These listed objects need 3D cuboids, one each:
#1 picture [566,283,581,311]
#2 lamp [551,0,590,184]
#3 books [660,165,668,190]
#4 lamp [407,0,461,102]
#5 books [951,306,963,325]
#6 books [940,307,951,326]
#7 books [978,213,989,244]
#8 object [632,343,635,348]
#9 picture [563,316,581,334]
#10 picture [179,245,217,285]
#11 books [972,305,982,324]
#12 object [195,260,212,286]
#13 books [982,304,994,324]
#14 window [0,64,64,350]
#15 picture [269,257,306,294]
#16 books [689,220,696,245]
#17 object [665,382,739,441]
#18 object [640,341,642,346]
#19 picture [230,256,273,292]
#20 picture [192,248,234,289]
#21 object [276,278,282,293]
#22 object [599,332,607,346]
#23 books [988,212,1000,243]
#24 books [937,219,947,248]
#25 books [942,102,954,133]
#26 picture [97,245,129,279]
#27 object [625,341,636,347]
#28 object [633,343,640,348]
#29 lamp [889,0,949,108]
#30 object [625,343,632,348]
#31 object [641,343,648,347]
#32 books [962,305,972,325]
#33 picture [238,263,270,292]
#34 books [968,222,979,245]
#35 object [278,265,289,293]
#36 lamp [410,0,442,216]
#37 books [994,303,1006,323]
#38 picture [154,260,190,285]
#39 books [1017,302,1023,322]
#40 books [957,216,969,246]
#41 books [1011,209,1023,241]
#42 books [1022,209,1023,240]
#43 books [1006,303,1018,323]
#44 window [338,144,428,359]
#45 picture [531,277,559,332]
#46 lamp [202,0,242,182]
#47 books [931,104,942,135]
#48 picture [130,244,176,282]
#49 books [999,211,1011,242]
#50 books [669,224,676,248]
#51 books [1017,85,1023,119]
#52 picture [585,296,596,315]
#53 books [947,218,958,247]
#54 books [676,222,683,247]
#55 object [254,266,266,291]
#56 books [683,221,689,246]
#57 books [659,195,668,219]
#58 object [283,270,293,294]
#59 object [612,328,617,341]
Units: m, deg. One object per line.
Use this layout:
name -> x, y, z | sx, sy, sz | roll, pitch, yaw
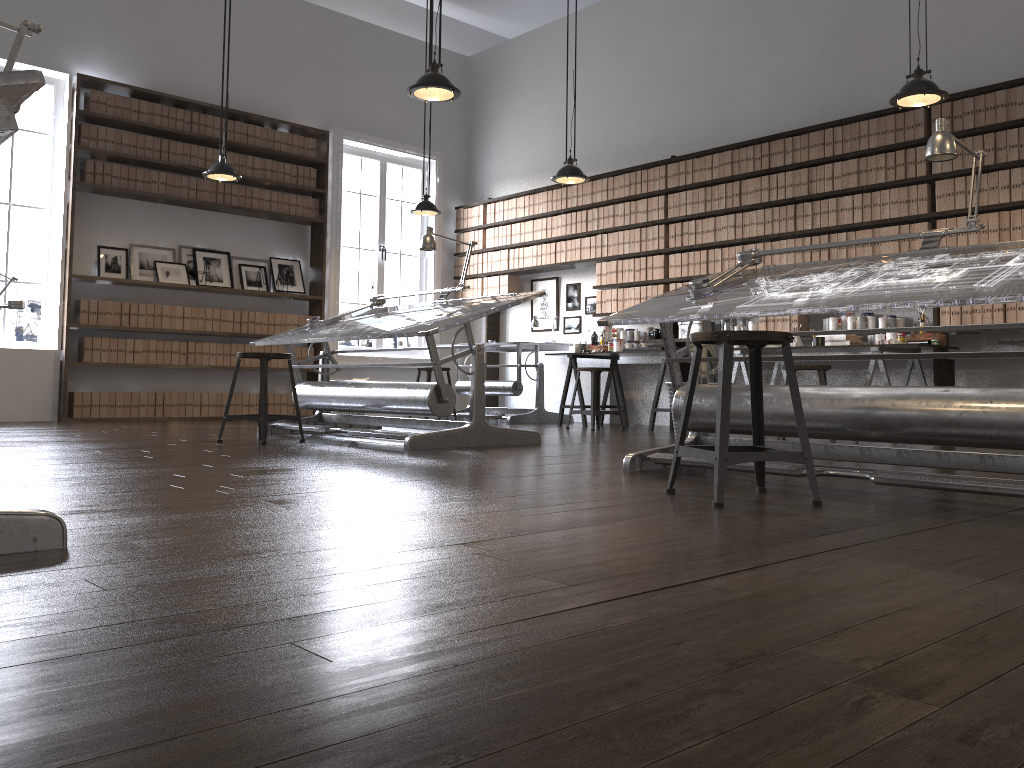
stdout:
picture -> 0.640, -0.904, 9.214 | 0.022, 0.285, 0.201 | 4, -4, -43
lamp -> 0.486, -2.770, 7.212 | 0.310, 2.259, 0.312 | -1, -4, 28
books -> 1.438, -1.883, 8.145 | 0.174, 0.226, 0.066 | 3, -4, -42
lamp -> -0.433, -2.794, 5.160 | 0.312, 2.259, 0.310 | 2, -3, -22
books -> 3.127, -0.490, 6.170 | 0.174, 0.226, 0.066 | 3, -4, -42
books -> 3.081, -0.490, 6.226 | 0.174, 0.226, 0.066 | 3, -4, -42
books -> 3.262, -1.041, 6.068 | 0.174, 0.226, 0.066 | 3, -4, -42
object -> 1.114, -0.322, 8.124 | 0.044, 0.101, 0.045 | 3, -4, -42
picture -> 0.628, -0.611, 9.204 | 0.023, 0.184, 0.251 | 4, -3, -42
picture -> -3.024, -1.121, 8.547 | 0.369, 0.407, 0.091 | 3, -3, -42
books -> 3.221, -0.489, 6.072 | 0.174, 0.226, 0.066 | 3, -4, -42
object -> -2.920, -1.047, 8.385 | 0.174, 0.261, 0.040 | 3, -4, -42
books -> 3.267, -0.488, 6.025 | 0.174, 0.226, 0.066 | 3, -4, -42
window -> -4.483, -1.476, 7.271 | 1.480, 2.504, 0.153 | 3, -4, -42
picture -> -2.316, -1.118, 9.141 | 0.342, 0.365, 0.160 | 3, -3, -42
books -> 1.652, -1.328, 7.871 | 0.174, 0.226, 0.066 | 3, -4, -42
object -> 0.920, 0.183, 4.293 | 0.353, 0.379, 0.352 | 2, -2, -20
object -> 1.176, -0.341, 8.134 | 0.036, 0.118, 0.005 | -2, -4, 42
picture -> -2.622, -1.089, 8.903 | 0.433, 0.362, 0.095 | 2, -3, -42
picture -> -2.896, -1.112, 8.591 | 0.373, 0.392, 0.148 | 2, -3, -42
object -> -2.339, -0.988, 8.886 | 0.066, 0.166, 0.040 | 3, -4, -42
object -> 0.984, -0.430, 8.357 | 0.344, 0.146, 0.077 | 1, -3, -19
books -> 3.304, -1.041, 6.015 | 0.174, 0.226, 0.067 | 3, -4, -42
books -> 3.080, -1.043, 6.274 | 0.174, 0.226, 0.066 | 3, -4, -42
books -> 3.119, -1.867, 6.281 | 0.174, 0.226, 0.067 | 3, -4, -42
picture -> -3.618, -1.087, 8.031 | 0.266, 0.316, 0.058 | 3, -4, -42
object -> 1.096, -0.334, 8.192 | 0.094, 0.128, 0.095 | 3, -3, -38
object -> 1.137, -0.321, 8.071 | 0.062, 0.094, 0.063 | 1, -2, 7
lamp -> 2.349, -2.753, 5.144 | 0.312, 2.259, 0.310 | 2, -3, -17
object -> 1.068, -0.322, 8.082 | 0.062, 0.095, 0.061 | 1, -2, -2
object -> 1.204, -0.321, 8.068 | 0.062, 0.095, 0.061 | 1, -2, 7
books -> 3.175, -0.489, 6.116 | 0.174, 0.226, 0.067 | 3, -4, -42
picture -> -2.586, -1.054, 8.879 | 0.289, 0.291, 0.127 | 2, -3, -42
books -> 3.219, -1.042, 6.113 | 0.174, 0.226, 0.066 | 3, -4, -42
object -> -2.317, -1.057, 8.957 | 0.118, 0.305, 0.040 | 3, -4, -42
lamp -> -0.821, -2.783, 8.654 | 0.310, 2.259, 0.312 | -1, -4, 28
books -> 3.312, -0.488, 5.967 | 0.174, 0.226, 0.067 | 3, -4, -42
picture -> -3.182, -1.034, 8.294 | 0.299, 0.229, 0.144 | 2, -3, -42
books -> 3.411, -0.487, 5.859 | 0.174, 0.226, 0.066 | 3, -4, -42
books -> 3.169, -1.042, 6.166 | 0.174, 0.226, 0.067 | 3, -4, -42
books -> 3.401, -1.040, 5.916 | 0.174, 0.226, 0.066 | 3, -4, -42
books -> 3.445, -1.040, 5.861 | 0.174, 0.226, 0.066 | 3, -4, -42
books -> 3.367, -0.487, 5.915 | 0.174, 0.226, 0.066 | 3, -4, -42
window -> -1.457, -1.427, 9.828 | 1.243, 2.316, 0.153 | 3, -4, -42
picture -> 0.352, -0.850, 9.513 | 0.040, 0.576, 0.415 | 4, -4, -42
lamp -> -2.349, -2.812, 7.287 | 0.310, 2.259, 0.312 | -1, -4, 28
books -> 3.074, -1.867, 6.340 | 0.174, 0.226, 0.066 | 3, -4, -42
picture -> -3.341, -1.107, 8.256 | 0.415, 0.366, 0.083 | 2, -3, -42
books -> 3.353, -1.041, 5.969 | 0.174, 0.226, 0.066 | 3, -4, -42
books -> 1.508, -1.329, 8.037 | 0.174, 0.226, 0.066 | 3, -4, -42
books -> 3.445, -1.864, 5.923 | 0.174, 0.226, 0.066 | 3, -4, -42
picture -> 0.837, -0.801, 8.986 | 0.023, 0.184, 0.251 | 4, -3, -42
books -> 3.125, -1.043, 6.221 | 0.174, 0.226, 0.066 | 3, -4, -42
books -> 1.553, -1.329, 7.979 | 0.174, 0.226, 0.067 | 3, -4, -42
object -> -2.499, -1.038, 8.781 | 0.124, 0.261, 0.040 | 3, -4, -42
books -> 1.607, -1.328, 7.927 | 0.174, 0.226, 0.066 | 3, -4, -42
books -> 1.430, -1.606, 8.136 | 0.174, 0.226, 0.067 | 3, -4, -42
object -> -2.284, -1.035, 9.023 | 0.110, 0.263, 0.040 | 3, -4, -42
object -> 0.993, -0.475, 8.585 | 0.051, 0.140, 0.050 | 4, -4, -44
